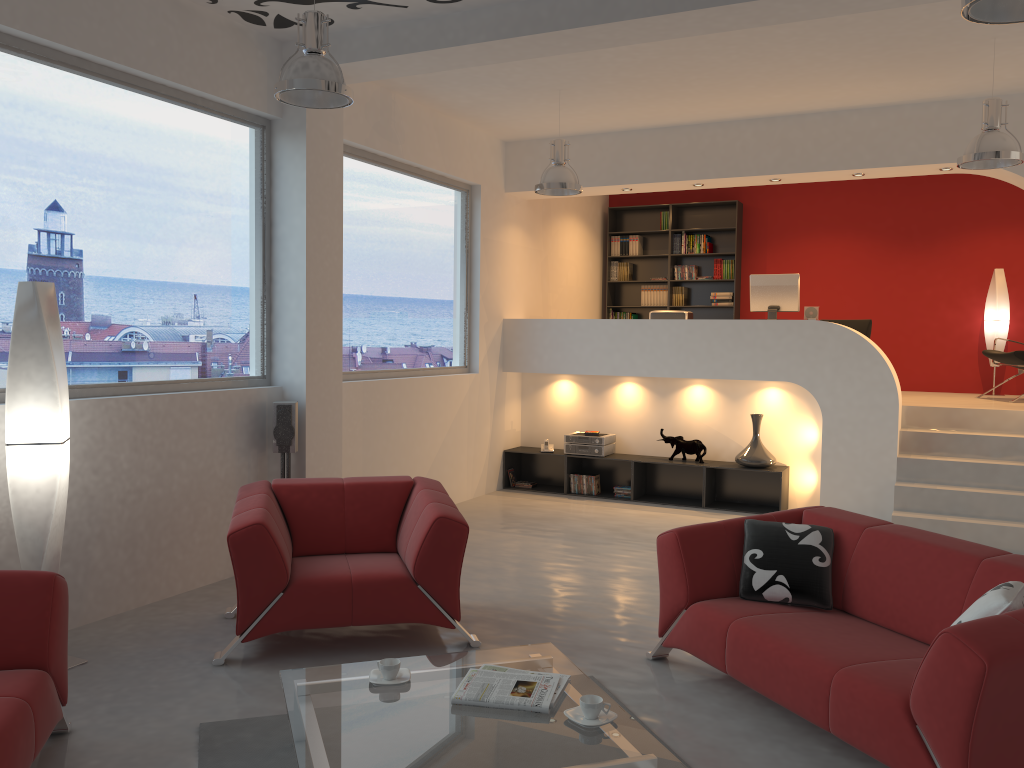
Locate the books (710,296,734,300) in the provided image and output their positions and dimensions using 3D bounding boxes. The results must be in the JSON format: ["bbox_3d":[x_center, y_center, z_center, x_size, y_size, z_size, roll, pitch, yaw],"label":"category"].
[{"bbox_3d":[2.573,-1.049,10.820,0.260,0.040,0.200,2,3,26],"label":"books"}]

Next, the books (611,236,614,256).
[{"bbox_3d":[1.326,-1.762,11.424,0.040,0.260,0.200,2,3,26],"label":"books"}]

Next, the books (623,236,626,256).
[{"bbox_3d":[1.471,-1.756,11.352,0.040,0.260,0.200,2,3,26],"label":"books"}]

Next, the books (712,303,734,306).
[{"bbox_3d":[2.594,-0.969,10.818,0.260,0.040,0.200,2,3,28],"label":"books"}]

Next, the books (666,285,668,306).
[{"bbox_3d":[1.981,-1.104,11.130,0.040,0.260,0.200,2,3,26],"label":"books"}]

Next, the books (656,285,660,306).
[{"bbox_3d":[1.871,-1.108,11.184,0.040,0.260,0.200,2,3,26],"label":"books"}]

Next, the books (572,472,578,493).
[{"bbox_3d":[0.639,0.988,8.867,0.031,0.190,0.135,2,3,26],"label":"books"}]

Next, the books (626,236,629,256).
[{"bbox_3d":[1.508,-1.755,11.334,0.040,0.260,0.200,2,3,26],"label":"books"}]

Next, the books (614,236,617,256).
[{"bbox_3d":[1.363,-1.761,11.406,0.040,0.260,0.200,2,3,26],"label":"books"}]

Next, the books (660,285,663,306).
[{"bbox_3d":[1.908,-1.107,11.166,0.040,0.260,0.200,2,3,26],"label":"books"}]

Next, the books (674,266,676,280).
[{"bbox_3d":[2.054,-1.383,11.103,0.031,0.190,0.135,2,3,26],"label":"books"}]

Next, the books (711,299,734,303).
[{"bbox_3d":[2.576,-1.009,10.821,0.260,0.040,0.200,2,3,26],"label":"books"}]

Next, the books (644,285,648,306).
[{"bbox_3d":[1.726,-1.114,11.256,0.040,0.260,0.200,2,3,26],"label":"books"}]

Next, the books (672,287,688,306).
[{"bbox_3d":[2.098,-1.090,11.085,0.146,0.240,0.170,2,3,26],"label":"books"}]

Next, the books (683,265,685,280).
[{"bbox_3d":[2.162,-1.379,11.049,0.031,0.190,0.135,2,3,26],"label":"books"}]

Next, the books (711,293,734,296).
[{"bbox_3d":[2.578,-1.088,10.806,0.260,0.040,0.200,2,3,26],"label":"books"}]

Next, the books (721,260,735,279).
[{"bbox_3d":[2.645,-1.383,10.800,0.146,0.240,0.170,2,3,26],"label":"books"}]

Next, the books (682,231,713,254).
[{"bbox_3d":[2.285,-1.736,10.937,0.341,0.286,0.231,2,3,26],"label":"books"}]

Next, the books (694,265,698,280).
[{"bbox_3d":[2.283,-1.374,10.990,0.031,0.190,0.135,2,3,26],"label":"books"}]

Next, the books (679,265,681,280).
[{"bbox_3d":[2.121,-1.380,11.069,0.031,0.190,0.135,2,3,26],"label":"books"}]

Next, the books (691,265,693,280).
[{"bbox_3d":[2.256,-1.375,11.003,0.031,0.190,0.135,2,3,26],"label":"books"}]

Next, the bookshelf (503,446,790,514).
[{"bbox_3d":[1.238,0.918,8.647,2.764,0.397,0.405,2,3,26],"label":"bookshelf"}]

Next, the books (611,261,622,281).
[{"bbox_3d":[1.347,-1.444,11.442,0.090,0.256,0.181,2,3,26],"label":"books"}]

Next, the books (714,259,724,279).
[{"bbox_3d":[2.538,-1.396,10.853,0.090,0.256,0.181,2,3,26],"label":"books"}]

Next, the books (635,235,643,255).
[{"bbox_3d":[1.617,-1.750,11.280,0.040,0.260,0.200,2,3,26],"label":"books"}]

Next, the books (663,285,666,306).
[{"bbox_3d":[1.945,-1.105,11.148,0.040,0.260,0.200,2,3,26],"label":"books"}]

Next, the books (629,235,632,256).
[{"bbox_3d":[1.544,-1.753,11.316,0.040,0.260,0.200,2,3,26],"label":"books"}]

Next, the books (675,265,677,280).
[{"bbox_3d":[2.068,-1.382,11.096,0.031,0.190,0.135,2,3,26],"label":"books"}]

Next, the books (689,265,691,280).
[{"bbox_3d":[2.229,-1.376,11.016,0.031,0.190,0.135,2,3,26],"label":"books"}]

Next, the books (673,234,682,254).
[{"bbox_3d":[2.083,-1.730,11.063,0.090,0.256,0.181,2,3,26],"label":"books"}]

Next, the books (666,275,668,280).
[{"bbox_3d":[1.986,-1.384,11.136,0.063,0.187,0.135,2,3,26],"label":"books"}]

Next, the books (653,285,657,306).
[{"bbox_3d":[1.835,-1.110,11.202,0.040,0.260,0.200,2,3,26],"label":"books"}]

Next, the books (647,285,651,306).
[{"bbox_3d":[1.763,-1.113,11.238,0.040,0.260,0.200,2,3,26],"label":"books"}]

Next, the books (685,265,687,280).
[{"bbox_3d":[2.189,-1.377,11.036,0.031,0.190,0.135,2,3,26],"label":"books"}]

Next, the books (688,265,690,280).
[{"bbox_3d":[2.215,-1.376,11.023,0.031,0.190,0.135,2,3,26],"label":"books"}]

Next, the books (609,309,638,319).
[{"bbox_3d":[1.440,-0.822,11.399,0.341,0.286,0.231,2,3,26],"label":"books"}]

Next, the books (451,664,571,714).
[{"bbox_3d":[-0.007,1.085,3.160,0.367,0.035,0.345,2,3,16],"label":"books"}]

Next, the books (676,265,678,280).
[{"bbox_3d":[2.081,-1.382,11.089,0.031,0.190,0.135,2,3,26],"label":"books"}]

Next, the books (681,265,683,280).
[{"bbox_3d":[2.135,-1.380,11.063,0.031,0.190,0.135,2,3,26],"label":"books"}]

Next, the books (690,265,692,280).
[{"bbox_3d":[2.242,-1.375,11.010,0.031,0.190,0.135,2,3,26],"label":"books"}]

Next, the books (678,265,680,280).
[{"bbox_3d":[2.108,-1.381,11.076,0.031,0.190,0.135,2,3,26],"label":"books"}]

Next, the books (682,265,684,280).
[{"bbox_3d":[2.148,-1.379,11.056,0.031,0.190,0.135,2,3,26],"label":"books"}]

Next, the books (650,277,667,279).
[{"bbox_3d":[1.857,-1.333,11.203,0.190,0.015,0.135,2,3,26],"label":"books"}]

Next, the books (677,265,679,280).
[{"bbox_3d":[2.094,-1.381,11.083,0.031,0.190,0.135,2,3,26],"label":"books"}]

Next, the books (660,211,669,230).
[{"bbox_3d":[1.952,-2.028,11.113,0.146,0.240,0.170,2,3,26],"label":"books"}]

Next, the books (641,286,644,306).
[{"bbox_3d":[1.690,-1.116,11.274,0.040,0.260,0.200,2,3,26],"label":"books"}]

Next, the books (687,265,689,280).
[{"bbox_3d":[2.202,-1.377,11.029,0.031,0.190,0.135,2,3,26],"label":"books"}]

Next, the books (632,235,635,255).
[{"bbox_3d":[1.581,-1.752,11.298,0.040,0.260,0.200,2,3,26],"label":"books"}]

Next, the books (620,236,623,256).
[{"bbox_3d":[1.435,-1.758,11.370,0.040,0.260,0.200,2,3,26],"label":"books"}]

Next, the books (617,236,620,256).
[{"bbox_3d":[1.399,-1.759,11.388,0.040,0.260,0.200,2,3,26],"label":"books"}]

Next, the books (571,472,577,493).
[{"bbox_3d":[0.625,0.988,8.874,0.031,0.190,0.135,2,3,26],"label":"books"}]

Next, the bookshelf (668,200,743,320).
[{"bbox_3d":[2.366,-1.099,10.903,0.816,2.213,0.305,2,3,26],"label":"bookshelf"}]

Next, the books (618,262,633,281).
[{"bbox_3d":[1.455,-1.431,11.388,0.146,0.240,0.170,2,3,26],"label":"books"}]

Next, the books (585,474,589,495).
[{"bbox_3d":[0.760,0.993,8.807,0.031,0.190,0.135,2,3,26],"label":"books"}]

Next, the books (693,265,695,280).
[{"bbox_3d":[2.269,-1.374,10.996,0.031,0.190,0.135,2,3,26],"label":"books"}]

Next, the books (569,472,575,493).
[{"bbox_3d":[0.612,0.987,8.880,0.031,0.190,0.135,2,3,26],"label":"books"}]

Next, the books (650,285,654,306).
[{"bbox_3d":[1.799,-1.111,11.220,0.040,0.260,0.200,2,3,26],"label":"books"}]

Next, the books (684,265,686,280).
[{"bbox_3d":[2.175,-1.378,11.043,0.031,0.190,0.135,2,3,26],"label":"books"}]

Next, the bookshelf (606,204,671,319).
[{"bbox_3d":[1.635,-1.129,11.264,0.816,2.213,0.305,2,3,26],"label":"bookshelf"}]
